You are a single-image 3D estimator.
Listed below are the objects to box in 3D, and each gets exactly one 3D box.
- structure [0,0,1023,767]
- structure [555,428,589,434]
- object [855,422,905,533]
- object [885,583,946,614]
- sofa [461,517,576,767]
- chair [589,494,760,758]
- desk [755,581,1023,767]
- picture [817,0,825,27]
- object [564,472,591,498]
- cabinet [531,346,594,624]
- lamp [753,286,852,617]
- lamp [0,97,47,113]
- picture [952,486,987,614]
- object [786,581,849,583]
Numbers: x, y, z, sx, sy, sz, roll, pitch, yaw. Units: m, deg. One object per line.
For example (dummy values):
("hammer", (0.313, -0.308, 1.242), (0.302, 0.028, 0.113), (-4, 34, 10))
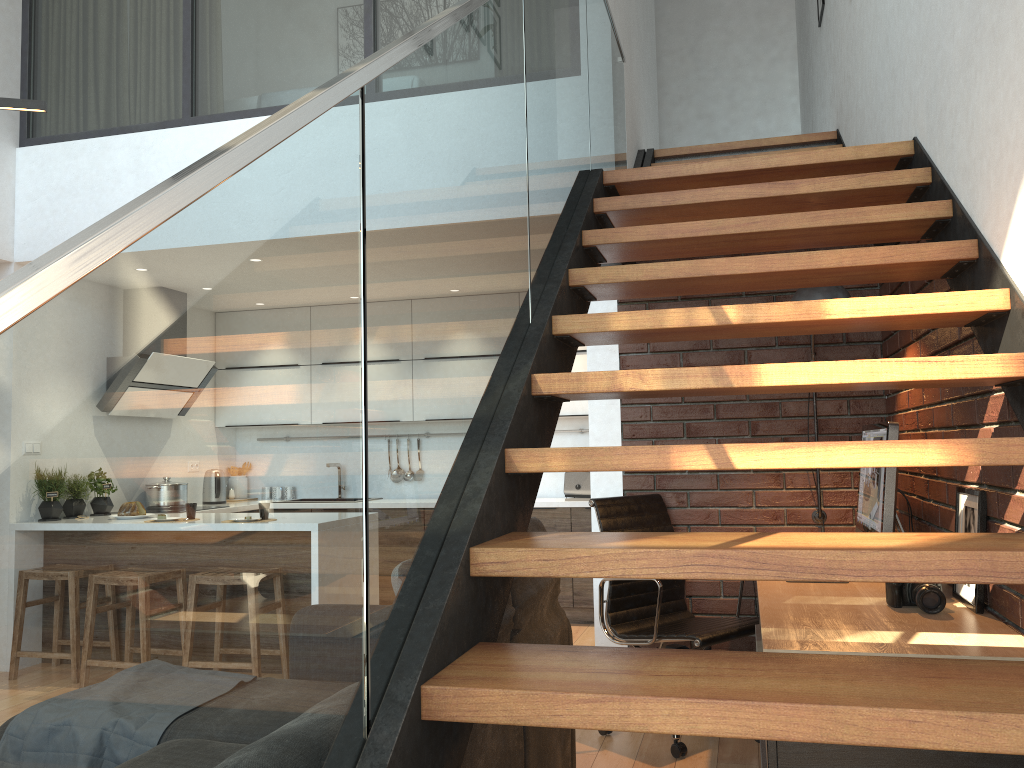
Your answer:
("structure", (0.805, -0.088, 2.858), (1.289, 3.460, 5.660), (-2, -4, 15))
("structure", (-0.692, 0.408, 7.086), (3.000, 0.045, 0.050), (-2, -4, 15))
("object", (1.277, 0.422, 3.374), (0.431, 0.535, 0.716), (-2, -4, 15))
("object", (1.129, 0.567, 2.464), (0.149, 0.119, 0.166), (-2, -4, 12))
("sofa", (-1.176, 0.886, 1.864), (2.108, 0.995, 3.169), (-2, -4, 15))
("chair", (0.740, 0.991, 3.855), (0.651, 0.991, 0.700), (2, -6, -41))
("desk", (1.139, 1.039, 2.976), (0.610, 0.750, 2.182), (-2, -4, 15))
("picture", (2.070, -2.666, 5.949), (0.025, 0.410, 0.333), (-2, -4, 15))
("object", (0.533, 0.751, 6.637), (0.260, 0.195, 0.177), (-4, -5, 35))
("cabinet", (-0.962, 0.478, 5.940), (3.495, 2.401, 2.401), (-2, -4, 15))
("lamp", (1.345, 0.453, 3.608), (0.462, 2.003, 1.054), (-1, -4, -2))
("lamp", (-1.860, -2.380, 2.456), (1.200, 3.645, 0.831), (-3, -5, 24))
("picture", (1.299, 0.462, 2.520), (0.049, 0.329, 0.279), (-2, -4, 15))
("object", (1.053, 0.673, 3.085), (0.200, 0.002, 0.250), (-2, -4, 15))
